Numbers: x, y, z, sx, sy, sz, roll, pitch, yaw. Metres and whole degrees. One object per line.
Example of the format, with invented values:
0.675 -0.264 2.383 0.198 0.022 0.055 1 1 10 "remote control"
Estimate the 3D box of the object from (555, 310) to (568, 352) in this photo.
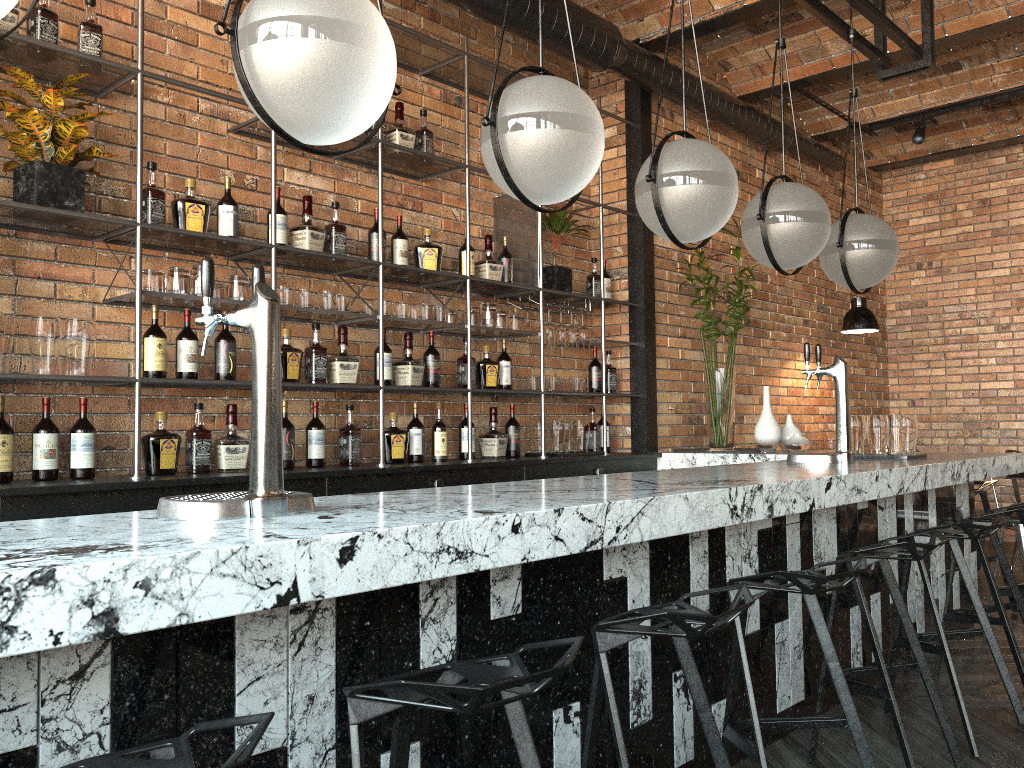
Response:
0.302 -0.321 5.388 0.092 0.244 0.092 0 -3 -8 "object"

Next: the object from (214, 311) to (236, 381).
-1.184 -0.151 3.661 0.086 0.297 0.086 -1 -3 2 "object"

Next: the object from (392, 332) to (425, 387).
-0.509 -0.115 4.366 0.123 0.279 0.123 -2 -3 31 "object"

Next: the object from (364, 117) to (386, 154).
-0.663 -1.264 4.289 0.083 0.282 0.083 -3 -4 43 "object"

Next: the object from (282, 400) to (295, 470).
-0.979 0.218 3.819 0.086 0.297 0.086 0 -3 -13 "object"

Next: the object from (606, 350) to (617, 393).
0.612 -0.071 5.602 0.083 0.282 0.083 1 -3 -37 "object"

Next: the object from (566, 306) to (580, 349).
0.353 -0.330 5.200 0.092 0.244 0.092 0 -3 -8 "object"

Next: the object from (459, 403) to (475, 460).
-0.238 0.250 4.670 0.086 0.298 0.086 -1 -3 2 "object"

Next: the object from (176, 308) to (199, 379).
-1.307 -0.154 3.569 0.086 0.298 0.086 -1 -3 2 "object"

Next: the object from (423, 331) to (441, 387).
-0.407 -0.121 4.502 0.086 0.299 0.086 -1 -3 2 "object"

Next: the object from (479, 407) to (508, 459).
-0.099 0.264 4.788 0.123 0.279 0.123 -2 -3 31 "object"

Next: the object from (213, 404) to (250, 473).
-1.153 0.222 3.647 0.123 0.279 0.123 1 -3 -34 "object"

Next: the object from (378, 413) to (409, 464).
-0.573 0.262 4.293 0.151 0.248 0.094 1 -3 -38 "object"

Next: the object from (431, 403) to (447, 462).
-0.371 0.246 4.515 0.080 0.299 0.080 2 -4 -45 "object"

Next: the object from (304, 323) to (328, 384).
-0.881 -0.131 3.984 0.083 0.282 0.083 -3 -4 43 "object"

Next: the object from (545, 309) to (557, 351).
0.232 -0.323 5.312 0.092 0.244 0.092 0 -3 -8 "object"

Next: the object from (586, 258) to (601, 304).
0.514 -0.645 5.530 0.083 0.282 0.083 1 -3 -32 "object"

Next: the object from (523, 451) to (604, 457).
0.307 0.407 5.160 0.273 0.019 0.437 -3 -4 43 "object"

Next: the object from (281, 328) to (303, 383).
-0.985 -0.117 3.869 0.094 0.248 0.151 -2 -3 32 "object"

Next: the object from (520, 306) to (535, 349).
0.090 -0.329 5.159 0.092 0.244 0.092 0 -3 -8 "object"

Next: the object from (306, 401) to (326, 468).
-0.880 0.224 3.974 0.086 0.298 0.086 -1 -3 2 "object"

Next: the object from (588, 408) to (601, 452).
0.497 0.287 5.454 0.083 0.282 0.083 -2 -3 28 "object"

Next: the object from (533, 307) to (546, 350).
0.164 -0.326 5.239 0.092 0.244 0.092 0 -3 -8 "object"

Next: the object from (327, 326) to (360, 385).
-0.777 -0.125 4.076 0.123 0.279 0.123 1 -3 -34 "object"

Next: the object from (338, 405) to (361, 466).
-0.751 0.237 4.103 0.083 0.282 0.083 -2 -3 28 "object"

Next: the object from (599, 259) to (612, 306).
0.589 -0.649 5.652 0.086 0.298 0.086 -1 -3 7 "object"

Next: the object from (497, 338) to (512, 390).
-0.042 -0.104 4.913 0.086 0.298 0.086 -1 -3 2 "object"

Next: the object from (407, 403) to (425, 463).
-0.480 0.242 4.417 0.086 0.298 0.086 -1 -3 2 "object"

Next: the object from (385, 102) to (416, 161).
-0.558 -1.258 4.405 0.123 0.279 0.123 2 -4 -44 "object"

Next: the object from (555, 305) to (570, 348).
0.286 -0.333 5.128 0.092 0.244 0.092 0 -3 -8 "object"

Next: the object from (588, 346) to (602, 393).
0.518 -0.084 5.504 0.086 0.299 0.086 -1 -3 2 "object"

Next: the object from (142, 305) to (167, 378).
-1.387 -0.158 3.444 0.086 0.299 0.086 -1 -3 2 "object"

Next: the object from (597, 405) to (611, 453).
0.572 0.284 5.556 0.086 0.298 0.086 -1 -3 2 "object"

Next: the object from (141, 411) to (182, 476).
-1.361 0.231 3.440 0.094 0.248 0.151 -2 -3 32 "object"

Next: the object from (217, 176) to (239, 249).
-1.188 -0.719 3.706 0.086 0.298 0.086 -1 -3 2 "object"

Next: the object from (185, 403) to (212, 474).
-1.257 0.217 3.555 0.083 0.282 0.083 -3 -4 43 "object"

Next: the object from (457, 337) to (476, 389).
-0.240 -0.105 4.678 0.083 0.282 0.083 -2 -3 28 "object"

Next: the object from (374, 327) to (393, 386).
-0.621 -0.128 4.277 0.086 0.298 0.086 -1 -3 2 "object"

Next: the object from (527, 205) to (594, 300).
0.283 -0.794 5.237 0.398 0.560 0.374 -1 -3 15 "object"

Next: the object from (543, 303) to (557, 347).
0.211 -0.336 5.047 0.092 0.244 0.092 0 -3 -8 "object"

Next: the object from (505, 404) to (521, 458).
0.003 0.259 4.925 0.086 0.299 0.086 -1 -3 2 "object"

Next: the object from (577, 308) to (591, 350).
0.423 -0.327 5.277 0.092 0.244 0.092 0 -3 -8 "object"

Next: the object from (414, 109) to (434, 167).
-0.450 -1.256 4.519 0.083 0.282 0.083 -2 -3 28 "object"

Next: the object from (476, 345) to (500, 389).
-0.136 -0.083 4.789 0.151 0.248 0.094 1 -3 -38 "object"
